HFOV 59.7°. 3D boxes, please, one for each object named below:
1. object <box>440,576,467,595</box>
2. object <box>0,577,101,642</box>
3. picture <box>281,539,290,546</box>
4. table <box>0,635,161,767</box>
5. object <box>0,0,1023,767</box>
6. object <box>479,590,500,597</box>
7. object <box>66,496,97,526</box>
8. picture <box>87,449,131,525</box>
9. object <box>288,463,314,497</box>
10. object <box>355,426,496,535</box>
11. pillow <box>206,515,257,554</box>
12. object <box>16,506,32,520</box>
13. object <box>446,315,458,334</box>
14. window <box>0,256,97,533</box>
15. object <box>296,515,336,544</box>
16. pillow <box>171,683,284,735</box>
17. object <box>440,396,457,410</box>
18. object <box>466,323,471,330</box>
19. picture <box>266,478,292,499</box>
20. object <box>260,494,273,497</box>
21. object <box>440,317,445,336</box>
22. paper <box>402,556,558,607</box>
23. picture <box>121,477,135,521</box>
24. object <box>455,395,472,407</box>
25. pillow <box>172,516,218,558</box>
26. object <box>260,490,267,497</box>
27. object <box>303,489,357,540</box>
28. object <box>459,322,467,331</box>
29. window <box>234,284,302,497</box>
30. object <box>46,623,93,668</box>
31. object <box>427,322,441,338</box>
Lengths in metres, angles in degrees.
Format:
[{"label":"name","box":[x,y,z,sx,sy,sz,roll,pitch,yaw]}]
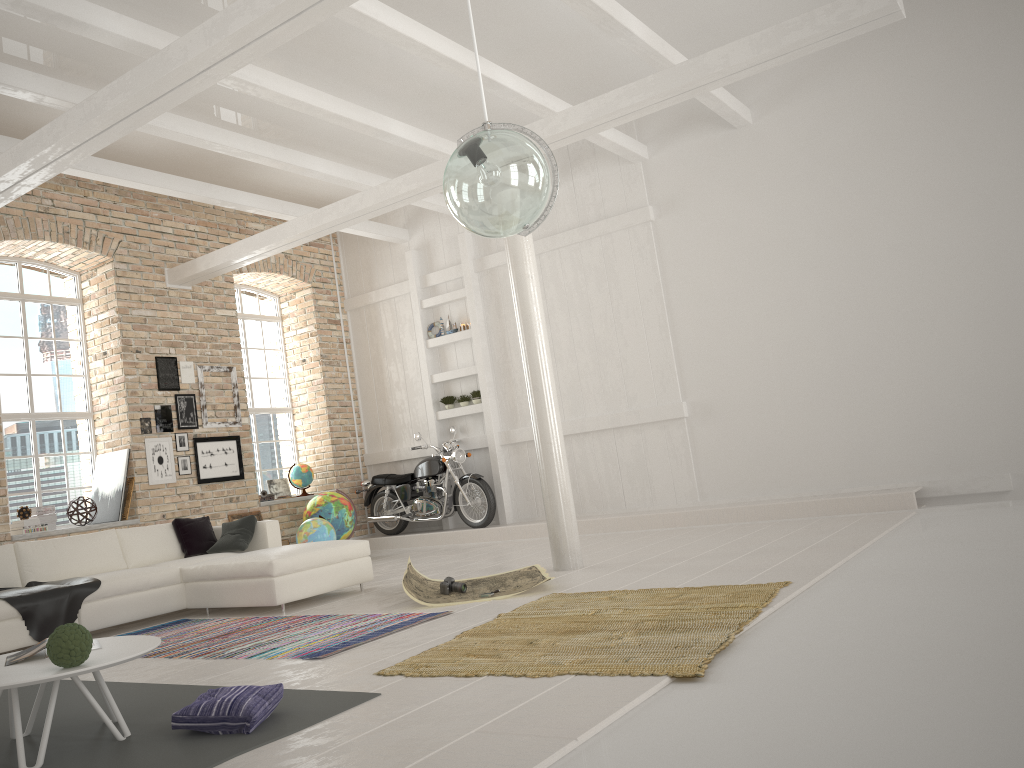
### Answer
[{"label":"object","box":[-0.427,1.475,6.539,0.180,0.124,0.139,-12,-7,34]},{"label":"object","box":[-3.583,1.718,6.601,0.823,0.465,0.839,-11,-7,32]},{"label":"picture","box":[-2.825,2.110,11.045,0.101,0.352,0.250,-13,-8,33]},{"label":"table","box":[-1.851,1.276,3.563,0.850,0.343,0.970,-3,-7,-42]},{"label":"object","box":[-0.600,-0.919,5.821,12.607,4.810,9.483,-11,-7,34]},{"label":"object","box":[-0.138,1.456,6.208,0.103,0.019,0.214,-11,-6,29]},{"label":"object","box":[-4.439,1.313,9.201,0.323,0.308,0.289,-11,-7,25]},{"label":"picture","box":[-4.372,1.120,9.675,0.625,0.766,0.229,-12,-8,35]},{"label":"object","box":[-2.819,1.287,11.985,0.351,0.466,0.307,-13,-8,39]},{"label":"object","box":[-1.150,1.262,11.532,2.298,1.332,0.765,-11,-7,30]},{"label":"pillow","box":[-2.558,1.376,8.156,0.438,0.306,0.323,-11,-6,24]},{"label":"object","box":[-4.799,1.269,8.770,0.134,0.138,0.151,-5,-7,-29]},{"label":"object","box":[-0.796,-0.783,11.658,0.059,0.261,0.249,-3,-8,-42]},{"label":"window","box":[-0.349,-0.878,6.135,12.163,2.996,1.339,-11,-7,35]},{"label":"object","box":[-2.142,1.768,9.794,0.434,0.633,0.461,-6,-6,-16]},{"label":"pillow","box":[-1.109,1.289,3.499,0.364,0.164,0.344,-9,-6,10]},{"label":"object","box":[-0.831,0.245,11.674,0.233,0.181,0.249,-8,-6,4]},{"label":"object","box":[-0.534,-0.741,11.514,0.105,0.088,0.109,-6,-6,-15]},{"label":"picture","box":[-3.160,1.434,12.110,0.072,0.293,0.367,-13,-7,33]},{"label":"object","box":[-3.168,1.416,11.314,0.169,0.021,0.200,-11,-6,33]},{"label":"object","box":[-0.923,-0.757,11.785,0.066,0.268,0.069,-7,-7,-12]},{"label":"paper","box":[-0.257,1.393,6.653,1.062,0.266,1.464,-7,-5,-2]},{"label":"picture","box":[-4.199,1.249,9.587,0.385,0.461,0.162,-12,-8,34]},{"label":"object","box":[-0.620,0.216,11.548,0.236,0.158,0.218,-11,-6,26]},{"label":"pillow","box":[-2.951,1.430,8.357,0.258,0.391,0.399,-12,-7,34]},{"label":"object","box":[-3.167,1.402,11.356,0.091,0.090,0.492,-6,-6,-17]},{"label":"object","box":[-2.247,1.773,11.031,0.672,0.926,0.637,-9,-6,9]},{"label":"object","box":[-0.634,-0.737,11.587,0.099,0.120,0.115,-3,-8,-38]},{"label":"window","box":[1.290,-0.863,8.633,12.163,2.996,1.339,-11,-7,35]},{"label":"object","box":[-1.644,0.974,3.318,0.168,0.164,0.156,-9,-6,10]},{"label":"object","box":[-1.022,-0.715,11.883,0.247,0.229,0.067,-11,-7,26]}]
